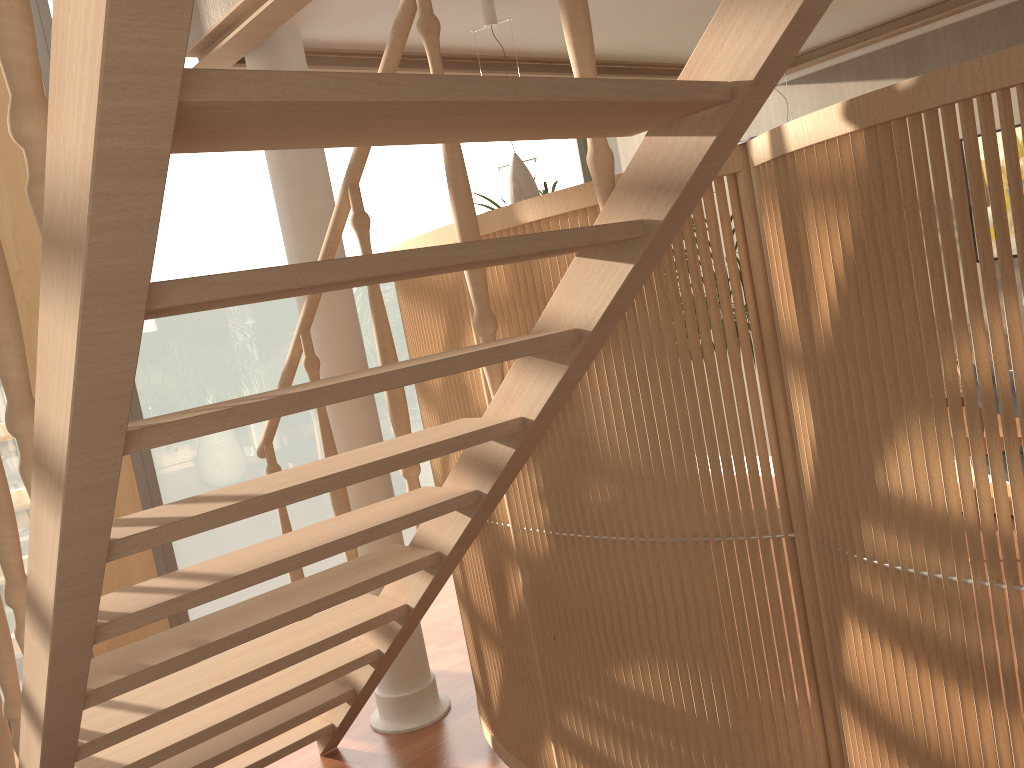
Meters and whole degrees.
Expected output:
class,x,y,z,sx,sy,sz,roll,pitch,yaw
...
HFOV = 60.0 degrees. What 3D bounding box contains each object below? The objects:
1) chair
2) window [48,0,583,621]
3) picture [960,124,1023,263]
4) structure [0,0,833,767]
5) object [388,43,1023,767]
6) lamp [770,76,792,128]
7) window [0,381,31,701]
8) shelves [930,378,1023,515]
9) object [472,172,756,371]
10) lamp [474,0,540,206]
class,x,y,z,sx,sy,sz,roll,pitch,yaw
chair,2.095,0.301,3.441,0.509,0.856,0.582,-11,5,0
window,-0.790,-1.350,5.298,3.340,5.200,0.020,-15,7,-39
picture,2.749,-0.964,4.031,0.010,0.633,1.317,-15,7,-39
structure,-0.343,-0.441,1.467,1.000,3.578,3.150,-15,7,-39
object,0.306,0.324,2.009,0.233,1.542,2.229,-14,7,-34
lamp,1.297,-1.316,4.267,0.139,0.800,0.139,-8,6,25
window,-3.093,0.044,3.283,2.095,3.100,0.020,-15,7,-39
shelves,2.672,0.280,3.834,0.658,0.590,1.600,-15,7,-39
object,0.663,-0.100,5.050,2.109,2.304,2.157,-6,7,43
lamp,-0.016,-0.961,3.154,0.139,0.800,0.139,-13,6,-25
